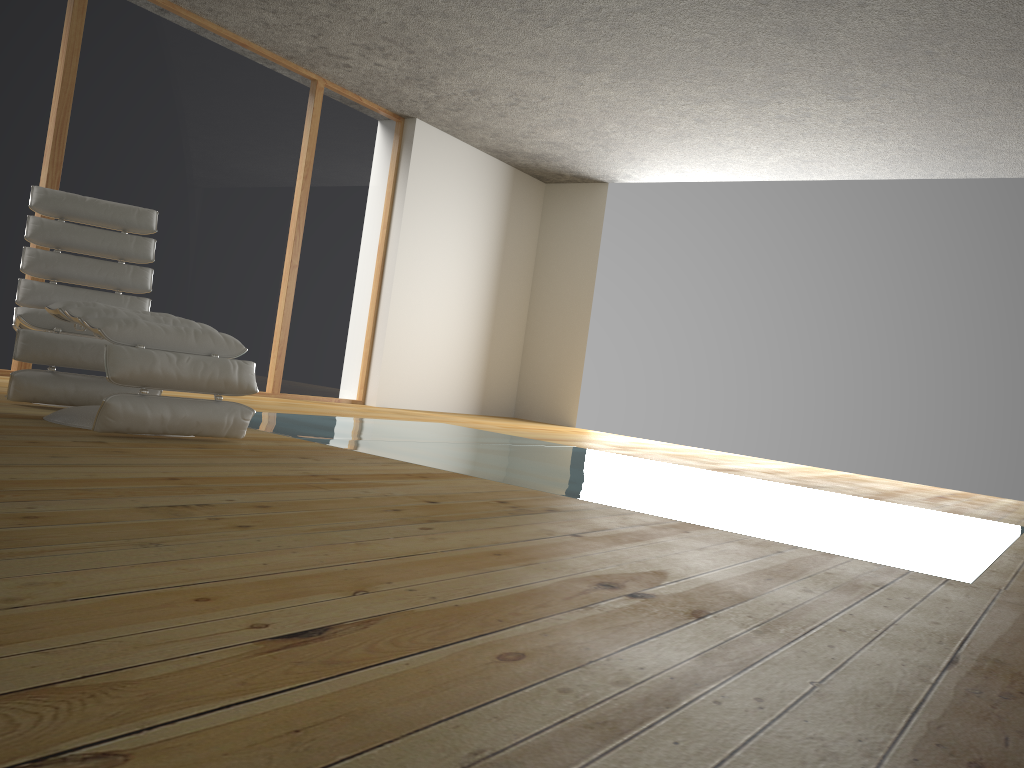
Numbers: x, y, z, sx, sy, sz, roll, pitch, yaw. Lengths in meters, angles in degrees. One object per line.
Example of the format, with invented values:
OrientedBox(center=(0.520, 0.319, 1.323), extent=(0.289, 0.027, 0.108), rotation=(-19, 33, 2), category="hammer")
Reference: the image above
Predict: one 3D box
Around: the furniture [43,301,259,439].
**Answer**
OrientedBox(center=(-1.354, -0.055, 3.257), extent=(0.687, 0.440, 0.568), rotation=(8, -1, 40), category="furniture")

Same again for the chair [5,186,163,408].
OrientedBox(center=(-1.880, -0.396, 3.966), extent=(0.568, 0.969, 0.915), rotation=(9, -1, -31), category="chair")
